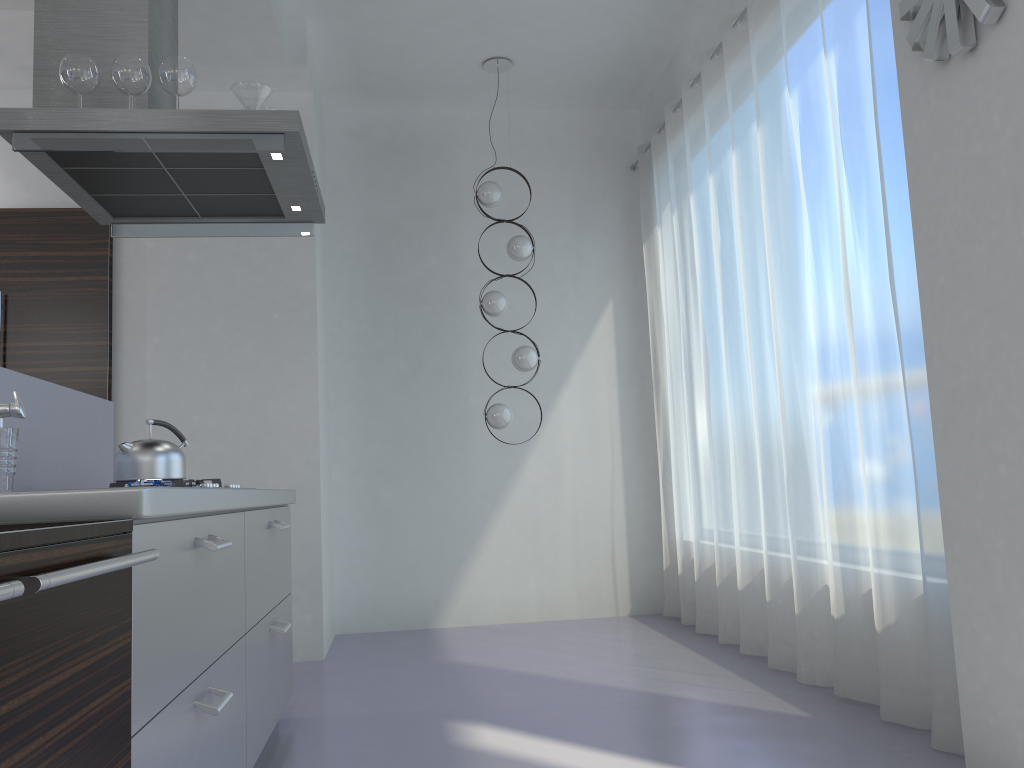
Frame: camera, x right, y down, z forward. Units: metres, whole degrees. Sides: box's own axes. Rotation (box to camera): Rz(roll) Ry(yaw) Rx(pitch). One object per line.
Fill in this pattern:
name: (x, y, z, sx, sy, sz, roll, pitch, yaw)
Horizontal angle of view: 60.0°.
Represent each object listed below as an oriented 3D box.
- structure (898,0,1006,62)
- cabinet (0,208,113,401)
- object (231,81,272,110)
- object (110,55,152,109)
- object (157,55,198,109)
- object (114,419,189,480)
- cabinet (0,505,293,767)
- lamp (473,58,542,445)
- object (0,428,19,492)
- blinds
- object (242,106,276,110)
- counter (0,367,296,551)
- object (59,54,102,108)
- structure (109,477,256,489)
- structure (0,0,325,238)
structure: (1.231, -1.170, 2.480, 0.076, 0.505, 0.505, -2, -7, -7)
cabinet: (-3.971, 0.360, 4.772, 3.600, 2.500, 0.669, -2, -7, -7)
object: (-0.891, -0.924, 3.041, 0.137, 0.174, 0.137, 3, -9, -42)
object: (-1.245, -0.948, 2.899, 0.125, 0.221, 0.125, -5, -7, 17)
object: (-1.099, -0.953, 2.917, 0.125, 0.221, 0.125, -5, -7, 17)
object: (-1.193, 0.215, 2.927, 0.220, 0.196, 0.229, -1, -7, -15)
cabinet: (-1.332, 0.742, 1.940, 1.377, 0.852, 3.285, -2, -7, -7)
lamp: (-0.036, -0.818, 5.389, 0.367, 2.370, 0.180, -1, -7, -14)
object: (-1.134, 0.137, 1.397, 0.269, 0.147, 0.646, -5, -7, 17)
blinds: (1.127, -0.226, 4.414, 0.120, 3.112, 3.245, -2, -7, -7)
object: (-0.914, -0.901, 3.227, 0.137, 0.174, 0.137, 3, -9, -42)
counter: (-1.331, 0.519, 1.965, 1.302, 1.300, 3.291, -2, -7, -7)
object: (-1.401, -0.944, 2.877, 0.125, 0.221, 0.125, -5, -7, 17)
structure: (-1.212, 0.357, 3.105, 0.519, 0.055, 0.709, -2, -7, -7)
structure: (-1.210, -1.280, 3.305, 0.915, 1.231, 0.981, -2, -7, -7)
